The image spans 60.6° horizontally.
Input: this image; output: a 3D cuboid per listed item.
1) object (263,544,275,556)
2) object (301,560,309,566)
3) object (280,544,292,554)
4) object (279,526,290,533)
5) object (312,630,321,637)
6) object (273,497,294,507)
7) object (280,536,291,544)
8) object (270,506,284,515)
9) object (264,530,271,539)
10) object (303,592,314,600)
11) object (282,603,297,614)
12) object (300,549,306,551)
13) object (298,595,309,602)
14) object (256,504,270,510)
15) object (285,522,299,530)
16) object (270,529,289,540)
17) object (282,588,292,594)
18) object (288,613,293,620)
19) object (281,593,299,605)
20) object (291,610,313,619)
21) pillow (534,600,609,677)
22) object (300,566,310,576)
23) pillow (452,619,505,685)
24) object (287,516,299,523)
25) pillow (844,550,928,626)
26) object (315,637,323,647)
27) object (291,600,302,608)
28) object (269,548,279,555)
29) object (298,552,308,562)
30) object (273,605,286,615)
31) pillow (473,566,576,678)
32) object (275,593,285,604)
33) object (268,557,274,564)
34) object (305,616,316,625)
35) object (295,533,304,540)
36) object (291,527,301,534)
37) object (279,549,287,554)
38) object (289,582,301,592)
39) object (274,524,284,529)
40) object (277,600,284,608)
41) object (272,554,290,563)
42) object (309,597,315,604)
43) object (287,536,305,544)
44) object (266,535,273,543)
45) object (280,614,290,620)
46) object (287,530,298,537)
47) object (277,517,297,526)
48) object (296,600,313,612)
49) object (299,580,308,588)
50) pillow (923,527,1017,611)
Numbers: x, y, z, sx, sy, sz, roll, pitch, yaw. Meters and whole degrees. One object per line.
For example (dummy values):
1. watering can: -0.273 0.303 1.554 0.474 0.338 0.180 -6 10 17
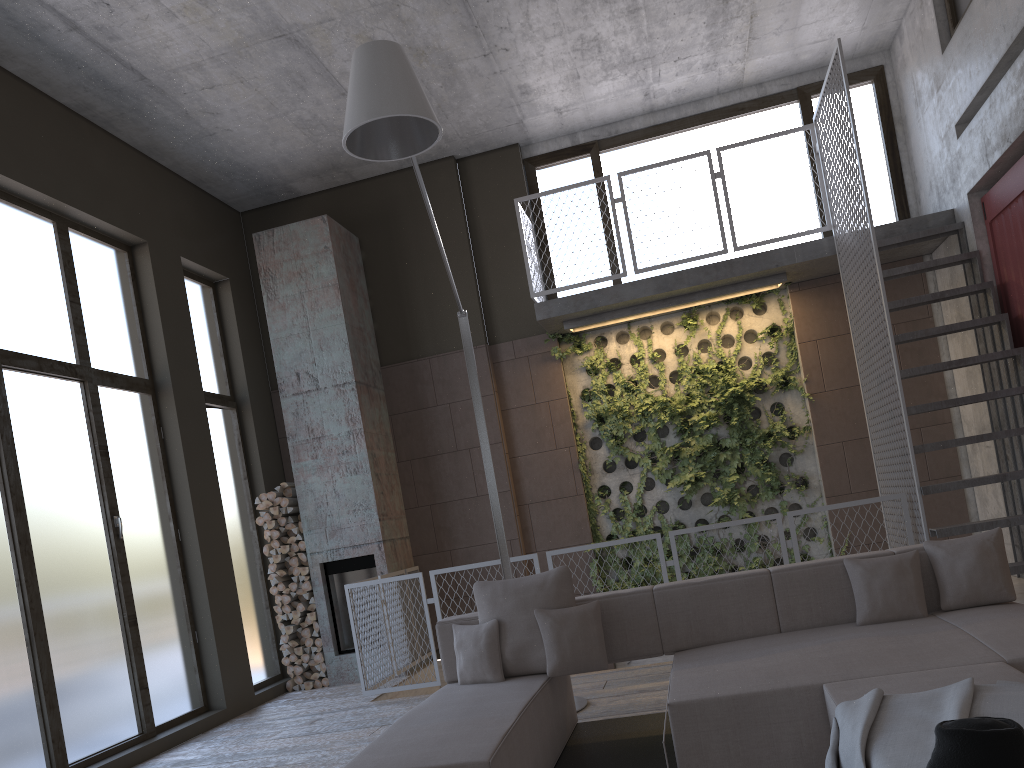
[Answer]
1. object: -2.417 1.683 8.911 0.064 0.124 0.366 -10 -8 9
2. object: -2.035 1.797 8.903 0.101 0.086 0.365 -11 -9 10
3. object: -2.193 1.663 8.898 0.094 0.083 0.483 -11 -9 10
4. object: -2.254 1.465 8.895 0.065 0.073 0.362 -10 -9 9
5. object: -1.906 2.490 8.865 0.071 0.072 0.425 -11 -9 10
6. object: -2.279 1.185 8.838 0.104 0.083 0.365 -11 -9 10
7. object: -2.235 1.590 8.940 0.101 0.086 0.365 -11 -9 10
8. object: -2.294 1.281 8.879 0.094 0.082 0.483 -11 -9 10
9. object: -2.406 1.522 8.917 0.101 0.102 0.294 -11 -8 12
10. object: -1.999 2.135 8.868 0.067 0.084 0.428 -10 -9 8
11. object: -2.201 2.263 8.924 0.093 0.092 0.440 -11 -9 10
12. object: -2.035 1.624 8.841 0.101 0.102 0.294 -11 -8 12
13. object: -2.069 2.171 8.955 0.104 0.101 0.294 -11 -8 10
14. object: -2.460 1.249 8.927 0.123 0.068 0.365 -11 -9 12
15. object: -2.159 1.431 8.870 0.122 0.067 0.365 -11 -9 12
16. object: -2.323 1.507 8.854 0.099 0.106 0.296 -11 -8 12
17. object: -2.212 2.080 8.877 0.089 0.056 0.334 -11 -9 10
18. object: -2.152 2.333 8.909 0.067 0.066 0.425 -11 -9 10
19. object: -2.211 2.152 8.847 0.099 0.106 0.296 -11 -8 12
20. object: -2.082 2.308 8.892 0.094 0.083 0.483 -11 -9 10
21. pillow: 0.325 1.340 4.612 0.374 0.370 0.171 -9 -2 -15
22. object: -1.993 1.870 8.861 0.094 0.083 0.483 -11 -9 10
23. pillow: -0.189 1.484 4.798 0.375 0.374 0.149 -14 -4 44
24. object: -2.160 1.368 8.897 0.067 0.070 0.426 -11 -9 10
25. pillow: 1.885 1.029 4.395 0.372 0.357 0.187 -11 -3 11
26. object: -1.861 2.579 8.868 0.092 0.091 0.440 -11 -9 10
27. object: -2.123 2.235 8.934 0.101 0.086 0.365 -11 -9 10
28. object: -2.343 1.702 8.932 0.067 0.066 0.425 -11 -9 10
29. object: -2.036 1.738 8.832 0.089 0.107 0.367 -11 -8 10
30. object: -2.295 2.281 8.901 0.089 0.107 0.367 -11 -8 10
31. pillow: 0.080 1.303 4.769 0.567 0.554 0.221 -11 -2 14
32. object: -2.294 2.167 8.911 0.101 0.102 0.294 -11 -8 12
33. object: -2.339 1.777 8.891 0.067 0.066 0.425 -11 -9 10
34. object: -1.964 2.362 8.888 0.091 0.088 0.458 -11 -9 10
35. object: -2.071 1.539 8.874 0.071 0.072 0.425 -11 -9 10
36. object: -2.111 1.490 8.874 0.067 0.084 0.428 -10 -9 8
37. object: -2.211 1.669 8.883 0.115 0.078 0.438 -11 -9 10
38. object: -2.120 2.034 8.876 0.091 0.088 0.458 -11 -9 9
39. object: -2.324 1.435 8.883 0.089 0.056 0.334 -11 -9 10
40. object: -2.286 2.201 8.824 0.045 0.072 0.253 -10 -8 10
41. object: -2.268 1.751 8.873 0.094 0.083 0.483 -11 -9 10
42. object: -1.940 2.155 8.856 0.067 0.084 0.428 -10 -9 8
43. object: -2.137 1.581 8.908 0.115 0.078 0.438 -11 -9 10
44. object: -2.398 1.556 8.830 0.045 0.072 0.253 -10 -8 10
45. object: -2.231 2.347 8.926 0.067 0.066 0.425 -11 -9 10
46. object: -2.181 1.526 8.961 0.104 0.101 0.294 -11 -8 10
47. object: -2.232 1.388 8.882 0.091 0.088 0.458 -11 -9 9
48. object: -2.034 2.229 8.860 0.091 0.088 0.458 -11 -9 11
49. object: -2.048 2.013 8.890 0.067 0.070 0.426 -11 -9 10
50. pillow: 2.263 0.917 4.333 0.365 0.364 0.187 -11 -3 17
